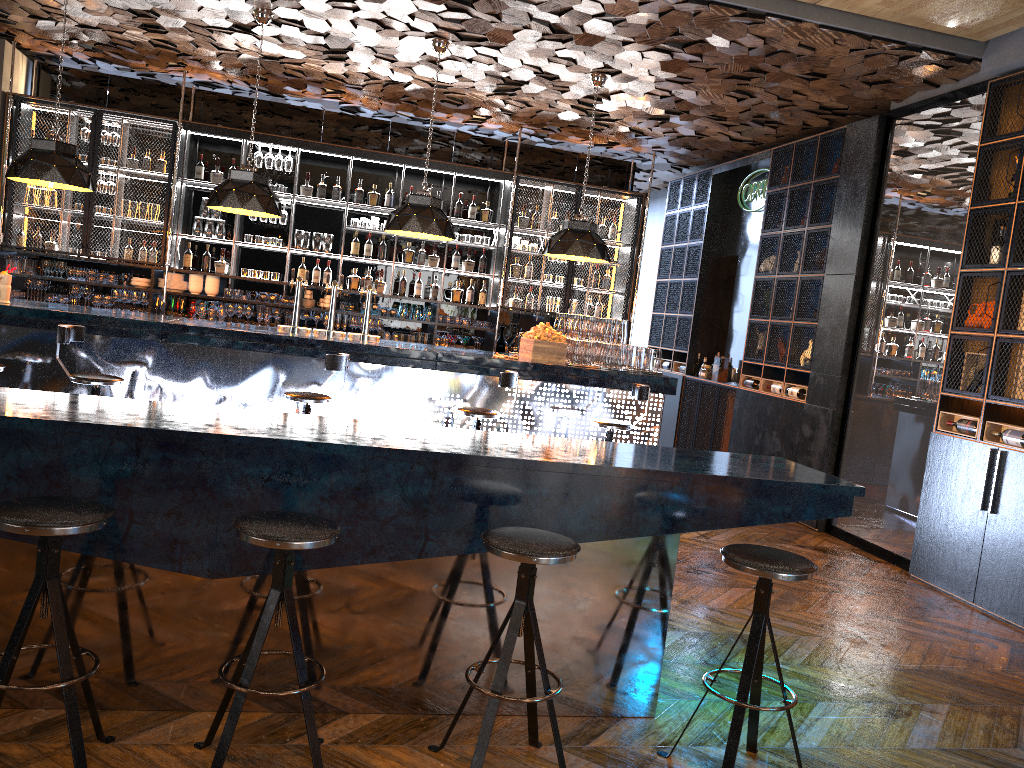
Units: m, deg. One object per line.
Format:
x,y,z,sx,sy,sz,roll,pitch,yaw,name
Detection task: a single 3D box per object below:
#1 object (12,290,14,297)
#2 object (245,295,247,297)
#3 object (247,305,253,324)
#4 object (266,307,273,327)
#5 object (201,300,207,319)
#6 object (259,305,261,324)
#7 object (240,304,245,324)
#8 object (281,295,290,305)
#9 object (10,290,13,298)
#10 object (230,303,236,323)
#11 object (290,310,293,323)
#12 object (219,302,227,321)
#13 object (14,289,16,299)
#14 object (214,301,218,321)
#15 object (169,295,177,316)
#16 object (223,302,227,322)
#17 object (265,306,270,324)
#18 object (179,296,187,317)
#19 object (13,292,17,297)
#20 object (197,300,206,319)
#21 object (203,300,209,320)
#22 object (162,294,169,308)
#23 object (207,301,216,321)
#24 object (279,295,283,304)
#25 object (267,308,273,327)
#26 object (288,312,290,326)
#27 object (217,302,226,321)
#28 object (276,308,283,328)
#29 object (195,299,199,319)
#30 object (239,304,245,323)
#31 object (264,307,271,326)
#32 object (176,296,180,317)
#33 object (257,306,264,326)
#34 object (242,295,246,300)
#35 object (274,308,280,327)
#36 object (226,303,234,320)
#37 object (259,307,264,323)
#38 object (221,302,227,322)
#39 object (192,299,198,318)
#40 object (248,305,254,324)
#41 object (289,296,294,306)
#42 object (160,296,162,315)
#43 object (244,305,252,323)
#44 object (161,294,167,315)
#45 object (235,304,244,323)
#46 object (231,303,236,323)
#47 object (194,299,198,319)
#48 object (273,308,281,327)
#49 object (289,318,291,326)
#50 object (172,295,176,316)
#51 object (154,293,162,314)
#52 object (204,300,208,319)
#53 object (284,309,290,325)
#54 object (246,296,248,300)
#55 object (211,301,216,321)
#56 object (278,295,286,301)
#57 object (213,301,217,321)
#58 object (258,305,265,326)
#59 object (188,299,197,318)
-5.038,-0.897,8.937,0.031,0.098,0.031,3,6,-40,object
-2.861,-0.923,9.469,0.044,0.048,0.049,8,5,19,object
-2.836,-0.738,9.547,0.084,0.216,0.084,9,5,29,object
-2.655,-0.730,9.720,0.092,0.218,0.092,10,5,37,object
-3.279,-0.778,9.397,0.082,0.213,0.082,4,5,-37,object
-2.760,-0.747,9.719,0.071,0.226,0.071,3,6,-41,object
-2.950,-0.760,9.651,0.084,0.216,0.084,6,5,-14,object
-2.420,-0.896,9.487,0.095,0.096,0.095,3,6,-39,object
-5.029,-0.893,8.901,0.031,0.098,0.031,9,5,25,object
-3.007,-0.756,9.504,0.084,0.216,0.084,7,4,-1,object
-2.371,-0.683,9.557,0.071,0.217,0.071,7,4,-5,object
-3.088,-0.759,9.444,0.082,0.213,0.082,4,5,-32,object
-5.125,-0.924,9.158,0.033,0.101,0.033,11,6,41,object
-3.219,-0.787,9.596,0.082,0.213,0.082,6,5,-14,object
-3.552,-0.810,9.272,0.073,0.229,0.073,5,5,-25,object
-3.124,-0.777,9.617,0.082,0.213,0.082,5,5,-22,object
-2.635,-0.717,9.529,0.071,0.226,0.071,3,6,-41,object
-3.457,-0.800,9.290,0.073,0.229,0.073,5,5,-25,object
-4.974,-0.874,8.874,0.034,0.080,0.034,7,4,0,object
-3.265,-0.770,9.312,0.082,0.213,0.082,8,5,16,object
-3.292,-0.787,9.487,0.082,0.213,0.082,7,4,7,object
-3.646,-0.824,9.301,0.073,0.229,0.073,5,5,-25,object
-3.164,-0.760,9.335,0.082,0.213,0.082,9,5,20,object
-2.468,-0.909,9.582,0.095,0.096,0.095,6,4,-13,object
-2.637,-0.720,9.614,0.092,0.218,0.092,10,5,37,object
-2.430,-0.699,9.668,0.071,0.217,0.071,7,4,-5,object
-3.074,-0.750,9.354,0.082,0.213,0.082,8,5,16,object
-2.537,-0.708,9.612,0.092,0.218,0.092,10,5,37,object
-3.409,-0.806,9.550,0.082,0.213,0.082,4,5,-37,object
-2.917,-0.746,9.522,0.084,0.216,0.084,5,5,-21,object
-2.617,-0.709,9.450,0.071,0.226,0.071,3,6,-41,object
-3.523,-0.813,9.349,0.073,0.229,0.073,5,5,-25,object
-2.697,-0.721,9.472,0.071,0.226,0.071,3,6,-41,object
-2.847,-0.917,9.415,0.049,0.048,0.044,9,5,29,object
-2.594,-0.724,9.735,0.092,0.218,0.092,10,5,37,object
-2.983,-0.743,9.373,0.084,0.216,0.084,5,5,-25,object
-2.717,-0.729,9.553,0.071,0.226,0.071,3,6,-41,object
-3.107,-0.768,9.531,0.082,0.213,0.082,5,5,-25,object
-3.369,-0.788,9.379,0.082,0.213,0.082,5,5,-21,object
-2.863,-0.752,9.678,0.084,0.216,0.084,8,4,9,object
-2.367,-0.896,9.573,0.095,0.096,0.095,8,4,11,object
-3.701,-0.835,9.365,0.073,0.229,0.073,5,5,-25,object
-2.804,-0.724,9.415,0.084,0.216,0.084,9,5,29,object
-3.728,-0.847,9.470,0.073,0.229,0.073,5,5,-25,object
-2.891,-0.733,9.394,0.084,0.216,0.084,7,4,2,object
-3.040,-0.770,9.635,0.084,0.216,0.084,9,5,25,object
-3.386,-0.797,9.464,0.082,0.213,0.082,10,5,36,object
-2.529,-0.698,9.503,0.092,0.218,0.092,10,5,37,object
-2.436,-0.706,9.748,0.071,0.217,0.071,7,4,-5,object
-3.591,-0.825,9.399,0.073,0.229,0.073,5,5,-25,object
-3.689,-0.823,9.219,0.073,0.229,0.073,5,5,-25,object
-3.315,-0.796,9.570,0.082,0.213,0.082,8,5,17,object
-2.440,-0.693,9.581,0.071,0.217,0.071,7,4,-5,object
-2.865,-0.927,9.520,0.049,0.048,0.044,5,5,-26,object
-3.182,-0.768,9.421,0.082,0.213,0.082,4,5,-34,object
-2.515,-0.927,9.740,0.095,0.096,0.095,7,4,3,object
-3.202,-0.778,9.508,0.082,0.213,0.082,8,5,19,object
-2.733,-0.738,9.645,0.071,0.226,0.071,3,6,-41,object
-3.351,-0.779,9.291,0.082,0.213,0.082,8,5,16,object
